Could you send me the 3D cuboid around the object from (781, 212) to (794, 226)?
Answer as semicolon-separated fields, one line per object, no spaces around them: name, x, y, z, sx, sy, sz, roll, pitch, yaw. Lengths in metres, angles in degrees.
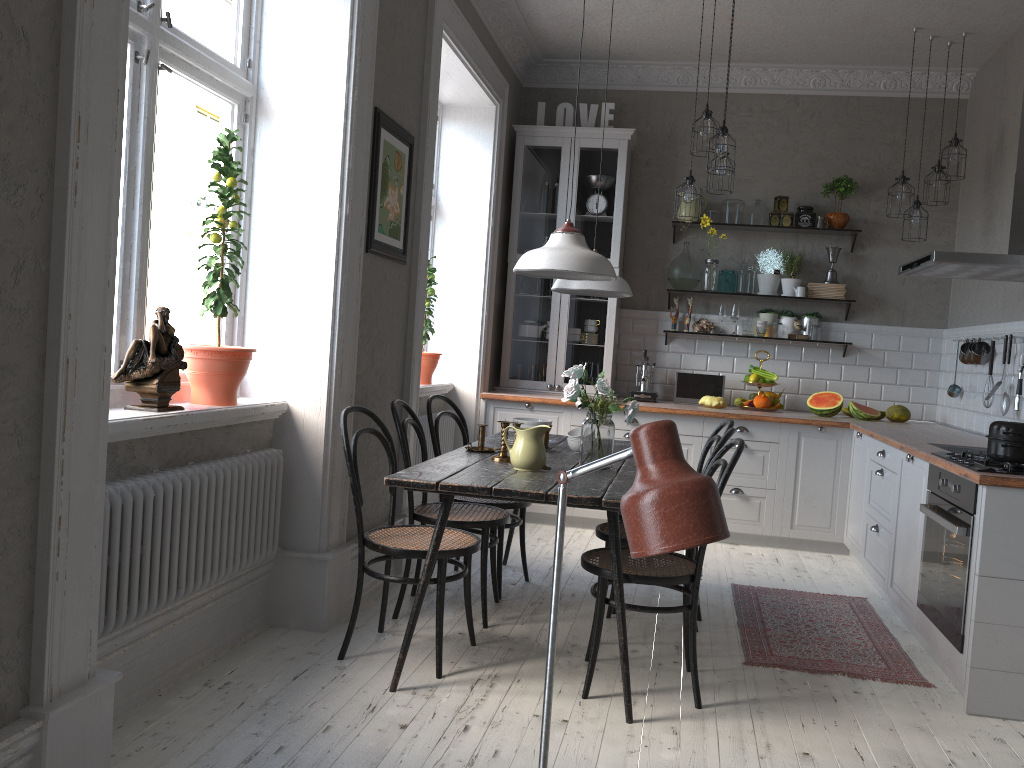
object;1.963;-1.162;6.316;0.081;0.113;0.084;5;3;20

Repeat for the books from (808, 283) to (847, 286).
books;2.248;-0.705;6.321;0.258;0.011;0.159;5;3;15

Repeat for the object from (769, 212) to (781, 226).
object;1.878;-1.169;6.333;0.082;0.113;0.083;4;2;10

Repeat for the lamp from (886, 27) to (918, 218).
lamp;2.454;-1.901;5.441;0.143;1.734;0.150;6;3;42

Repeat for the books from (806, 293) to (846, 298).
books;2.243;-0.630;6.324;0.257;0.016;0.160;5;3;22

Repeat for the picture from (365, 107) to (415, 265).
picture;-0.545;-0.876;4.028;0.020;0.619;0.525;4;2;11

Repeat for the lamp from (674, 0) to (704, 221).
lamp;1.081;-1.829;5.135;0.149;1.734;0.144;3;3;-23

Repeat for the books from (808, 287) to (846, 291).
books;2.246;-0.673;6.322;0.258;0.011;0.159;5;3;15

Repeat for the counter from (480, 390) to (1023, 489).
counter;1.176;0.221;4.885;3.140;0.039;3.414;5;3;10

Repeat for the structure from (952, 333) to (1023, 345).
structure;2.800;-0.263;5.235;0.094;0.053;1.093;5;3;11

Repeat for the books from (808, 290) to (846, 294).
books;2.244;-0.652;6.323;0.258;0.011;0.159;5;3;15

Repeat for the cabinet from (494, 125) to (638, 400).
cabinet;0.401;-0.859;6.462;0.874;1.920;0.390;4;2;9

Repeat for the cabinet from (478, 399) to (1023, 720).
cabinet;1.620;0.661;4.978;2.027;0.854;4.112;2;3;-34

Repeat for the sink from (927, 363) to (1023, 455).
sink;2.241;0.208;4.052;0.524;0.720;0.489;4;2;10

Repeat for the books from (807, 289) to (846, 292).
books;2.245;-0.663;6.323;0.259;0.011;0.159;5;3;12

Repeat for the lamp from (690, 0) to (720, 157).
lamp;1.139;-2.157;4.954;0.147;1.734;0.146;4;2;-3

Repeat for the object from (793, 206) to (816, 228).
object;2.095;-1.185;6.345;0.141;0.174;0.143;4;2;10

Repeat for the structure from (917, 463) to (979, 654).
structure;1.968;0.673;3.446;0.614;0.623;0.626;4;2;10

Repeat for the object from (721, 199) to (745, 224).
object;1.589;-1.227;6.384;0.176;0.184;0.168;2;3;-41

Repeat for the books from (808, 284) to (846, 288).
books;2.247;-0.695;6.322;0.258;0.016;0.160;5;3;18

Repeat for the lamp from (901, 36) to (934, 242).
lamp;2.598;-1.773;5.559;0.148;1.734;0.145;3;2;-18

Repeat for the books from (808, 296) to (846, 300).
books;2.241;-0.608;6.325;0.259;0.011;0.159;5;3;12

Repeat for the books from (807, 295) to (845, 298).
books;2.242;-0.619;6.325;0.258;0.011;0.159;5;3;15

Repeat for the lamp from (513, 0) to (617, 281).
lamp;0.256;-1.314;3.177;0.387;1.858;0.371;2;3;-42

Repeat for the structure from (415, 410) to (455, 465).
structure;-0.553;0.401;5.369;0.148;0.428;1.230;4;3;9

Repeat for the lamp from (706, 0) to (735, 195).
lamp;1.263;-1.974;5.098;0.147;1.734;0.146;4;2;-3

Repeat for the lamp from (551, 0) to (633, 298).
lamp;0.433;-1.340;4.060;0.375;1.858;0.384;5;2;17

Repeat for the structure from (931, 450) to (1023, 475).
structure;1.968;0.308;3.439;0.493;0.031;0.610;5;3;10

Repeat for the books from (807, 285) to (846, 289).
books;2.247;-0.684;6.322;0.257;0.016;0.160;5;3;22

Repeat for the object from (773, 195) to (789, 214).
object;1.917;-1.277;6.311;0.083;0.113;0.082;4;2;-10

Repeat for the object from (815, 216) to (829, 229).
object;2.182;-1.134;6.233;0.093;0.096;0.075;4;2;10

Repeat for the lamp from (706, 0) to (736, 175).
lamp;1.193;-2.015;4.788;0.149;1.734;0.144;2;3;-33

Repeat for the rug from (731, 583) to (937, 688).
rug;1.388;1.109;4.051;0.731;0.014;1.298;5;3;11

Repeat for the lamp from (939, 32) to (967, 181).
lamp;2.785;-2.137;5.453;0.148;1.734;0.145;3;2;-18

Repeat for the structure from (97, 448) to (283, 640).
structure;-1.052;0.475;2.866;0.148;0.428;1.230;4;3;9

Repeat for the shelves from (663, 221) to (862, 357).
shelves;1.781;-0.666;6.390;1.308;0.923;0.230;4;2;9

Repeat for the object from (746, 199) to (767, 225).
object;1.784;-1.233;6.449;0.142;0.220;0.137;3;3;-30

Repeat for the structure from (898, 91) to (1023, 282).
structure;2.433;-1.346;4.381;0.708;1.595;0.717;4;2;10

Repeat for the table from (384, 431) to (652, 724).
table;0.182;0.676;3.803;0.898;0.735;1.933;4;3;11

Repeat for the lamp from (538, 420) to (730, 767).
lamp;0.067;0.447;0.890;0.141;0.839;0.246;2;3;-45

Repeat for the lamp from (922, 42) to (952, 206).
lamp;2.769;-2.017;5.632;0.150;1.734;0.143;2;3;-38

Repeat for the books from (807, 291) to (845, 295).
books;2.244;-0.641;6.324;0.258;0.016;0.160;5;3;18
